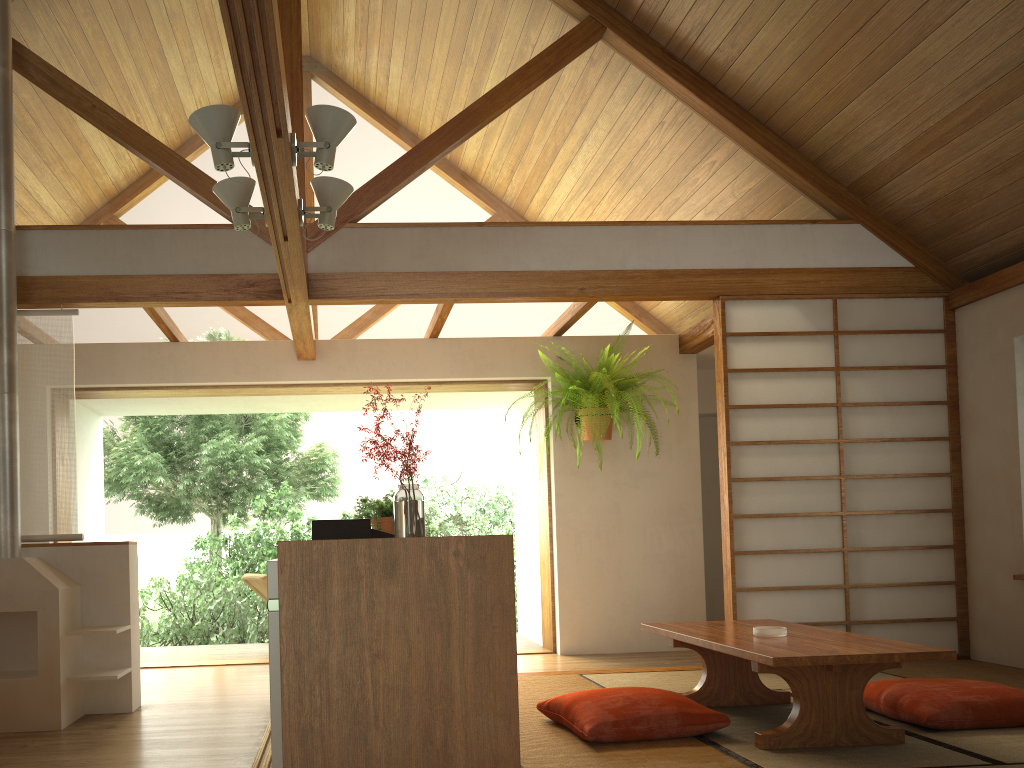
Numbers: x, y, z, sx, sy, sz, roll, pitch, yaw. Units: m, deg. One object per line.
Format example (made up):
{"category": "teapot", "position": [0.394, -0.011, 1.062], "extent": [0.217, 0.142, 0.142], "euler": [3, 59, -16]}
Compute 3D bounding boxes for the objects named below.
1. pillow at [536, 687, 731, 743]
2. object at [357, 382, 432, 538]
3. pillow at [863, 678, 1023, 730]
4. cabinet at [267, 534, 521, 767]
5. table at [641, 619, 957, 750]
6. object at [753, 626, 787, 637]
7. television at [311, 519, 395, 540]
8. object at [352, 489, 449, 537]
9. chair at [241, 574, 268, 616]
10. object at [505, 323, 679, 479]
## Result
{"category": "pillow", "position": [0.445, 1.241, 3.341], "extent": [0.542, 0.147, 0.586], "euler": [1, -10, -13]}
{"category": "object", "position": [-0.361, 0.229, 2.694], "extent": [0.238, 0.496, 0.227], "euler": [-2, -3, -1]}
{"category": "pillow", "position": [1.685, 1.225, 3.402], "extent": [0.548, 0.130, 0.579], "euler": [0, -10, -8]}
{"category": "cabinet", "position": [-0.522, 0.955, 3.266], "extent": [0.547, 0.729, 2.734], "euler": [-1, -9, -11]}
{"category": "table", "position": [1.001, 1.130, 3.354], "extent": [0.591, 0.332, 1.240], "euler": [0, -10, -10]}
{"category": "object", "position": [0.983, 0.943, 3.337], "extent": [0.112, 0.030, 0.128], "euler": [5, -12, -33]}
{"category": "television", "position": [-0.497, 0.780, 3.272], "extent": [0.483, 0.534, 0.659], "euler": [-1, -7, -9]}
{"category": "object", "position": [-0.649, 0.703, 4.315], "extent": [0.534, 0.373, 0.538], "euler": [-9, -10, 43]}
{"category": "chair", "position": [-1.449, 1.774, 6.842], "extent": [1.166, 0.622, 0.859], "euler": [3, -9, -32]}
{"category": "object", "position": [0.633, 0.136, 6.014], "extent": [1.241, 1.119, 1.099], "euler": [0, -6, -14]}
